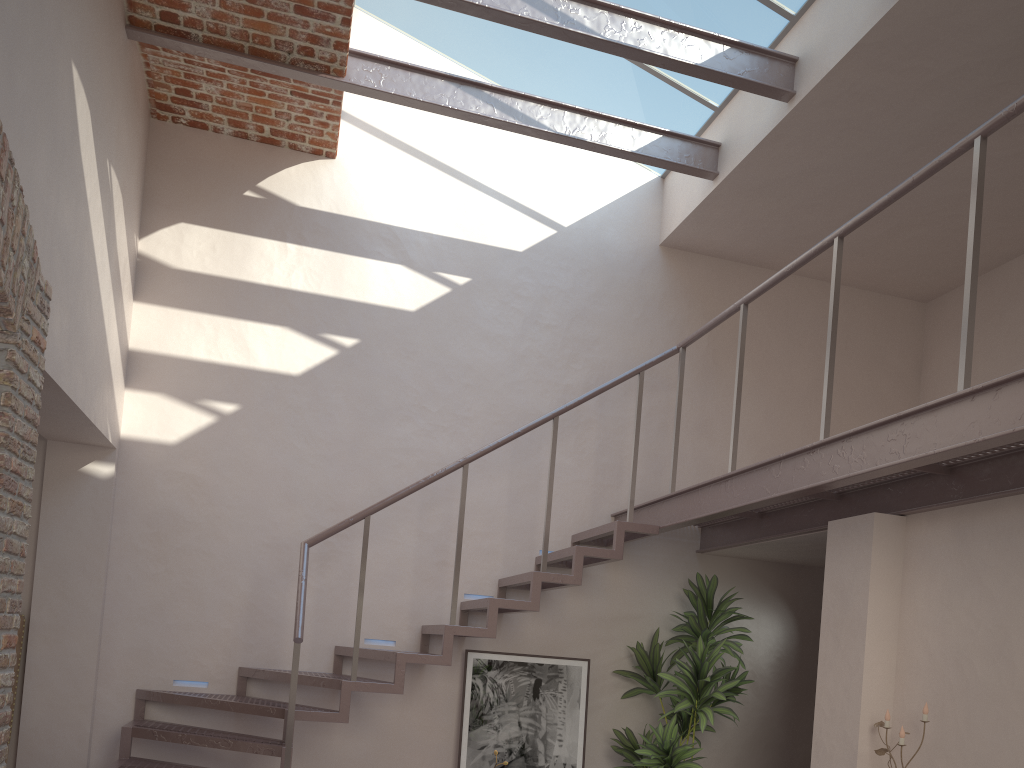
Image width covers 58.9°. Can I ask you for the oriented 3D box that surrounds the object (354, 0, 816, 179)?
[{"bbox_3d":[0.569,-2.626,4.225,2.382,0.655,4.623,8,-16,-13],"label":"object"}]

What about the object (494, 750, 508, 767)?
[{"bbox_3d":[-0.158,1.195,2.217,0.379,0.584,0.298,7,-5,-20],"label":"object"}]

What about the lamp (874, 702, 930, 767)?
[{"bbox_3d":[1.783,2.029,4.234,0.232,1.105,0.348,4,-3,19],"label":"lamp"}]

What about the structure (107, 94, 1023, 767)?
[{"bbox_3d":[0.412,0.455,2.830,3.853,3.117,7.316,7,-14,-13],"label":"structure"}]

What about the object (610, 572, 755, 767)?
[{"bbox_3d":[1.160,2.168,6.137,0.964,1.830,1.109,4,-6,4],"label":"object"}]

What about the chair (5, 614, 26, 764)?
[{"bbox_3d":[-3.200,1.819,5.105,0.548,1.216,0.653,5,-5,1],"label":"chair"}]
